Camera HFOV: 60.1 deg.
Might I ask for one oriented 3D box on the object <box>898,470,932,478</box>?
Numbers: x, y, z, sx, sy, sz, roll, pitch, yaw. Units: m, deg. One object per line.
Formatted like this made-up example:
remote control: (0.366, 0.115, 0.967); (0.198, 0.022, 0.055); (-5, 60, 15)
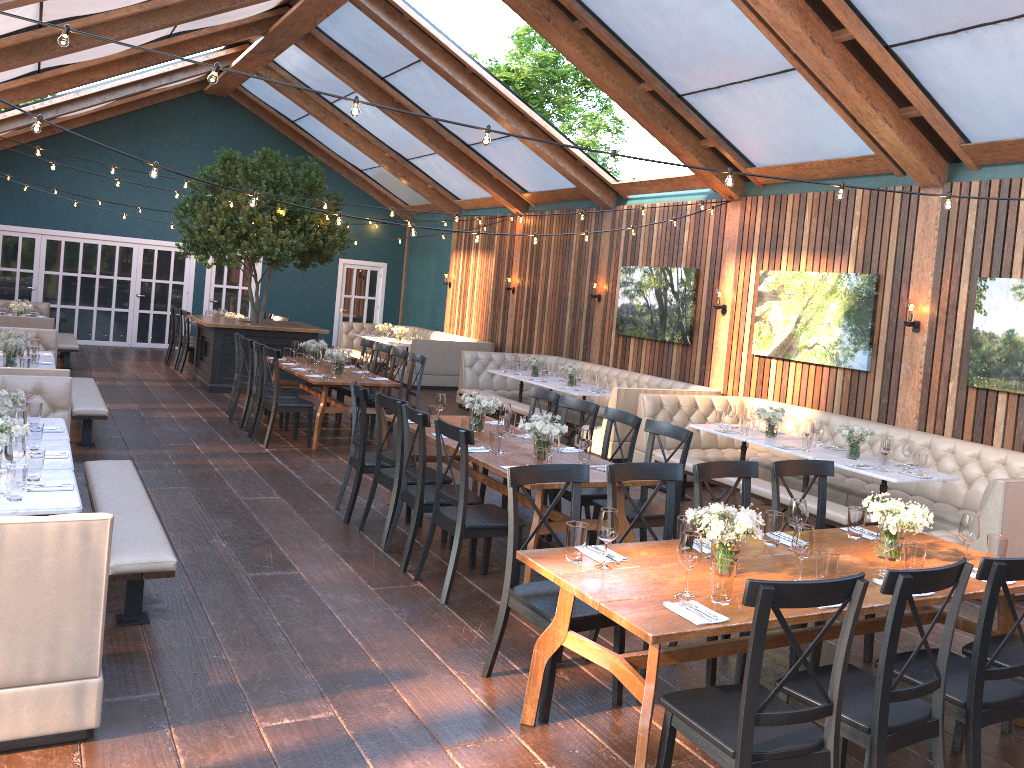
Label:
object: (3.181, 0.710, 7.019); (0.157, 0.019, 0.256); (2, 7, -28)

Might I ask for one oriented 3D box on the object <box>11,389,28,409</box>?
object: (-3.181, 0.160, 5.710); (0.092, 0.244, 0.092); (6, 3, 19)

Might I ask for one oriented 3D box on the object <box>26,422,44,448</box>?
object: (-2.759, 0.305, 5.109); (0.091, 0.158, 0.092); (2, 4, -42)

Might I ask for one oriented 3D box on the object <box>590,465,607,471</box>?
object: (0.622, 0.548, 5.815); (0.254, 0.019, 0.158); (2, 7, -28)

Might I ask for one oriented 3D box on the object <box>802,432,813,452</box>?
object: (2.582, 0.510, 7.745); (0.091, 0.158, 0.092); (2, 4, -42)

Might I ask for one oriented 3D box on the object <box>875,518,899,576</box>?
object: (1.672, 0.727, 3.946); (0.092, 0.244, 0.092); (6, 3, 14)

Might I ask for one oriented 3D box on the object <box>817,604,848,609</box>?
object: (1.194, 0.840, 3.538); (0.157, 0.019, 0.256); (2, 7, -28)

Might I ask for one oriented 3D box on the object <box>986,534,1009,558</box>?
object: (2.295, 0.801, 4.193); (0.092, 0.158, 0.092); (5, 3, -2)

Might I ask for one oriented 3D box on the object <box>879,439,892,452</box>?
object: (3.012, 0.569, 7.146); (0.092, 0.244, 0.092); (6, 3, 14)

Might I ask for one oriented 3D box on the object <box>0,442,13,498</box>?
object: (-2.380, 0.400, 4.124); (0.092, 0.244, 0.092); (6, 3, 14)

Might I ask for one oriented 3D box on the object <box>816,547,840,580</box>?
object: (1.302, 0.767, 3.663); (0.092, 0.158, 0.092); (5, 3, -2)

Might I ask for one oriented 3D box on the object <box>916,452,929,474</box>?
object: (3.303, 0.639, 7.136); (0.091, 0.158, 0.092); (2, 4, -42)

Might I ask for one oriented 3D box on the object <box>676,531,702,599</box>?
object: (0.682, 0.695, 3.406); (0.092, 0.244, 0.092); (6, 3, 14)

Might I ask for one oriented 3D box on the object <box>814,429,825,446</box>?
object: (2.829, 0.488, 8.165); (0.091, 0.158, 0.092); (2, 4, -42)

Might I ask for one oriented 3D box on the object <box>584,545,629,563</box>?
object: (0.401, 0.737, 3.835); (0.157, 0.019, 0.256); (2, 7, -28)

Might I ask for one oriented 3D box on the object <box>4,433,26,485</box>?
object: (-2.445, 0.370, 4.350); (0.092, 0.244, 0.092); (6, 3, 14)

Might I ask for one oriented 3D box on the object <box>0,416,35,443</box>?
object: (-2.653, 0.301, 4.517); (0.337, 0.308, 0.329); (8, 5, 36)

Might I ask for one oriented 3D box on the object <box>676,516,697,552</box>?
object: (0.786, 0.685, 3.998); (0.092, 0.158, 0.092); (5, 3, -2)

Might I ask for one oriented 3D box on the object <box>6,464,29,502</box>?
object: (-2.285, 0.456, 4.079); (0.091, 0.158, 0.092); (2, 4, -42)

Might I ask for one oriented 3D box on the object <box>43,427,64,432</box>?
object: (-3.026, 0.289, 5.698); (0.254, 0.019, 0.158); (2, 7, -28)

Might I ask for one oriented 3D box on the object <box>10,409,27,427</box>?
object: (-2.801, 0.269, 5.008); (0.092, 0.244, 0.092); (6, 3, 14)

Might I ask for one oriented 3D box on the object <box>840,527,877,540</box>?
object: (1.874, 0.785, 4.650); (0.157, 0.019, 0.256); (2, 7, -28)

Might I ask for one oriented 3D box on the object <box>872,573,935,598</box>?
object: (1.655, 0.856, 3.784); (0.157, 0.019, 0.256); (2, 7, -28)

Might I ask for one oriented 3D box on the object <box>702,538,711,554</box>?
object: (0.913, 0.754, 4.120); (0.157, 0.019, 0.256); (2, 7, -28)

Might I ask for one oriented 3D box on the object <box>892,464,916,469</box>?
object: (3.298, 0.682, 7.394); (0.254, 0.019, 0.158); (2, 7, -28)

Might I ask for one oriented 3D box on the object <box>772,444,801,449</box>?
object: (2.457, 0.556, 7.864); (0.254, 0.019, 0.158); (2, 7, -28)

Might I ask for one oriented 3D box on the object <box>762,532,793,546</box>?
object: (1.374, 0.768, 4.375); (0.157, 0.019, 0.256); (2, 7, -28)

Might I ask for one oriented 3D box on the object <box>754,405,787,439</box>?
object: (2.461, 0.354, 8.397); (0.329, 0.308, 0.338); (5, 4, -7)

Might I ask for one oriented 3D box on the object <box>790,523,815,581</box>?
object: (1.211, 0.712, 3.694); (0.092, 0.244, 0.092); (6, 3, 14)

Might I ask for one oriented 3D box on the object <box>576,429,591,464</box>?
object: (0.467, 0.420, 5.824); (0.092, 0.244, 0.092); (6, 3, 14)

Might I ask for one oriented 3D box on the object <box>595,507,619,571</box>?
object: (0.392, 0.641, 3.666); (0.092, 0.244, 0.092); (6, 3, 14)

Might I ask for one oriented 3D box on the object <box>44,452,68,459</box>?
object: (-2.647, 0.397, 4.995); (0.254, 0.019, 0.158); (2, 7, -28)

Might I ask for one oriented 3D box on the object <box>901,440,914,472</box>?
object: (3.208, 0.583, 7.180); (0.092, 0.244, 0.092); (6, 3, 14)

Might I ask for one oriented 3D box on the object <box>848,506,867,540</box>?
object: (1.770, 0.716, 4.550); (0.092, 0.158, 0.092); (5, 3, -2)

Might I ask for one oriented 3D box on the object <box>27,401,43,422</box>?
object: (-3.139, 0.196, 5.811); (0.091, 0.158, 0.092); (2, 4, -42)

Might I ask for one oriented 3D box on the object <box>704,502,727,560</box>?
object: (0.908, 0.658, 3.948); (0.092, 0.244, 0.092); (6, 3, 14)

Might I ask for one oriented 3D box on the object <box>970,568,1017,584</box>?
object: (2.156, 0.872, 4.063); (0.157, 0.019, 0.256); (2, 7, -28)

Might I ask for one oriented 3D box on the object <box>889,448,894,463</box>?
object: (3.185, 0.589, 7.507); (0.091, 0.158, 0.092); (2, 4, -42)

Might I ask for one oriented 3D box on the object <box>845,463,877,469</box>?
object: (2.838, 0.664, 7.167); (0.254, 0.019, 0.158); (2, 7, -28)

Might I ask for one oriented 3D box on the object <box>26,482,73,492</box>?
object: (-2.290, 0.499, 4.337); (0.254, 0.019, 0.158); (2, 7, -28)

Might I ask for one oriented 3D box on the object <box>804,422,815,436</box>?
object: (2.631, 0.461, 7.843); (0.092, 0.244, 0.092); (6, 3, 14)

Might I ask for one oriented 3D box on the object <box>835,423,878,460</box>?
object: (2.930, 0.484, 7.571); (0.337, 0.308, 0.329); (8, 5, 36)

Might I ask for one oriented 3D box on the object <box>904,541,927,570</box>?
object: (1.776, 0.784, 3.910); (0.092, 0.158, 0.092); (5, 3, -2)

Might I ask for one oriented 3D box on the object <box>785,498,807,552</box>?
object: (1.351, 0.671, 4.206); (0.092, 0.244, 0.092); (6, 3, 14)

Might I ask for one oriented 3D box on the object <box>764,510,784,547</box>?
object: (1.258, 0.699, 4.265); (0.092, 0.158, 0.092); (5, 3, -2)

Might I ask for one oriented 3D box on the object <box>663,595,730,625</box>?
object: (0.661, 0.823, 3.244); (0.157, 0.019, 0.256); (2, 7, -28)

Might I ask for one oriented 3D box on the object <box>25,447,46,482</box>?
object: (-2.403, 0.407, 4.450); (0.091, 0.158, 0.092); (2, 4, -42)

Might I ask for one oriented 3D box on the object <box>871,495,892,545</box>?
object: (1.873, 0.689, 4.482); (0.092, 0.244, 0.092); (6, 3, 14)

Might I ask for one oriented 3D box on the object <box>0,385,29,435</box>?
object: (-3.123, 0.171, 5.343); (0.329, 0.308, 0.338); (5, 4, -7)

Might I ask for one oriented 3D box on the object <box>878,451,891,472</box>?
object: (2.962, 0.618, 7.048); (0.091, 0.158, 0.092); (2, 4, -42)

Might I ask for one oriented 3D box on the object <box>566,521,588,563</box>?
object: (0.268, 0.667, 3.726); (0.092, 0.158, 0.092); (5, 3, -2)

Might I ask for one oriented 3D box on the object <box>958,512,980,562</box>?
object: (2.183, 0.743, 4.233); (0.092, 0.244, 0.092); (6, 3, 14)

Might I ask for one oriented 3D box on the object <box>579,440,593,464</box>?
object: (0.488, 0.454, 5.931); (0.092, 0.158, 0.092); (5, 3, -2)

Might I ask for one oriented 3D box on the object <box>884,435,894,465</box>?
object: (3.143, 0.553, 7.406); (0.092, 0.244, 0.092); (6, 3, 14)

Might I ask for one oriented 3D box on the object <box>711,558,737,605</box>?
object: (0.800, 0.753, 3.364); (0.092, 0.158, 0.092); (5, 3, -2)
